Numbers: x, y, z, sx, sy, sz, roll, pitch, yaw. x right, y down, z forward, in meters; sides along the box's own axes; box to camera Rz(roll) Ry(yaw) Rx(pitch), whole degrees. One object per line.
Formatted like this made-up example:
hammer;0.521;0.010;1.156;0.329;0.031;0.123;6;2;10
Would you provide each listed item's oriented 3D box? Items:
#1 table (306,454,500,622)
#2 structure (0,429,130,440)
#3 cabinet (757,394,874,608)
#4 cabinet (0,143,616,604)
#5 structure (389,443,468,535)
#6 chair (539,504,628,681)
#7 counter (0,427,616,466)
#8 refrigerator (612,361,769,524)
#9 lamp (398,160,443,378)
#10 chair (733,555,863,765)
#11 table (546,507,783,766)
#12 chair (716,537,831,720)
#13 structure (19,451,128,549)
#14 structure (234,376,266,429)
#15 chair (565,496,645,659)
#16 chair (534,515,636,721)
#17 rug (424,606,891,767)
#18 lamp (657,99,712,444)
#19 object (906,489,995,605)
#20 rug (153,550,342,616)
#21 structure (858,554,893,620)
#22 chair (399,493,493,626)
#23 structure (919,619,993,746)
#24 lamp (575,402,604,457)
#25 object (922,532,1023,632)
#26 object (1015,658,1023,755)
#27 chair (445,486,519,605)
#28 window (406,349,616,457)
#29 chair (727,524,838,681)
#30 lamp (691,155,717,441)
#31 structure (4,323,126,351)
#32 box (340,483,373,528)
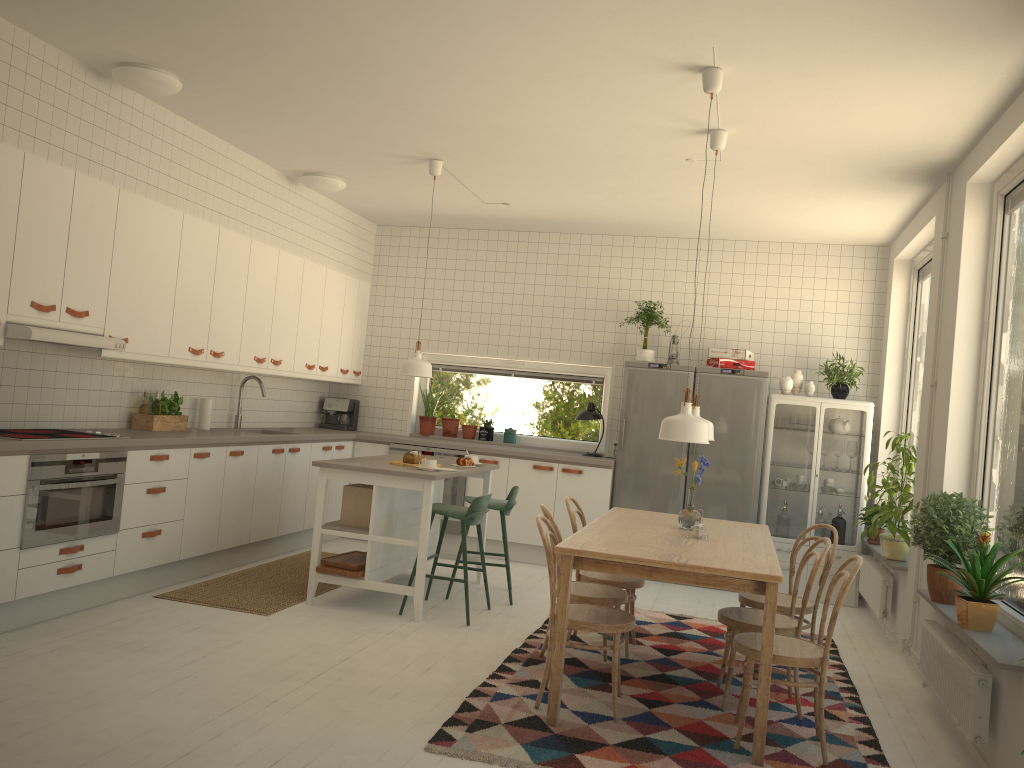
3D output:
table;-0.688;0.960;5.929;0.794;0.864;1.423;5;-1;14
structure;-2.466;0.272;4.630;0.504;0.057;0.763;5;-1;14
cabinet;2.404;0.908;7.126;0.789;1.593;0.453;5;-2;14
cabinet;-0.981;0.110;5.800;2.853;2.160;4.843;5;-1;14
structure;-0.670;0.912;7.908;0.706;0.710;0.704;5;-2;14
chair;0.348;1.033;4.490;0.483;0.811;0.385;5;-2;-3
counter;-1.016;0.506;5.787;2.857;0.163;4.843;5;-1;14
refrigerator;1.461;0.749;7.367;1.146;1.778;0.559;5;-2;14
lamp;-0.575;-0.792;5.939;0.229;1.491;0.229;5;-2;15
chair;1.171;1.092;3.696;0.483;0.811;0.385;5;-2;17
table;0.789;1.110;4.346;0.894;0.749;1.797;5;-1;14
chair;1.223;1.108;4.200;0.483;0.811;0.385;5;-2;12
structure;-2.538;0.551;4.641;0.704;0.447;0.682;5;-1;14
structure;-2.016;0.145;6.838;0.236;0.421;0.063;5;-2;22
chair;0.506;1.059;4.975;0.483;0.811;0.385;5;-2;17
chair;0.313;1.019;3.980;0.483;0.811;0.385;5;-2;12
rug;0.869;1.494;4.536;1.749;0.035;3.024;5;-1;14
lamp;0.836;-0.538;3.967;0.229;1.596;0.230;7;-2;-41
object;2.181;0.813;4.448;0.383;0.561;0.395;5;-2;13
rug;-1.494;1.321;6.056;0.750;0.004;1.999;5;-1;14
structure;2.586;1.422;6.268;0.113;0.276;1.016;5;-1;14
chair;-0.371;1.034;5.477;0.446;0.752;0.485;5;-2;14
structure;2.010;1.319;4.007;0.113;0.279;1.028;5;-1;14
lamp;0.668;0.390;7.691;0.239;0.465;0.262;4;-2;43
object;2.015;0.852;3.856;0.417;0.425;0.486;5;-2;21
object;1.141;0.749;1.501;0.513;1.424;0.569;6;-2;-33
chair;-0.185;1.064;6.065;0.446;0.752;0.485;5;-2;-1
window;-0.001;0.165;8.191;1.898;0.816;0.293;5;-2;15
chair;1.449;1.140;4.717;0.483;0.811;0.385;6;-2;-13
lamp;1.048;-0.500;4.798;0.229;1.596;0.229;6;-2;-30
structure;-2.459;-0.254;4.668;0.482;0.073;0.680;5;-1;14
box;-0.894;0.765;5.619;0.237;0.242;0.357;5;-1;15
